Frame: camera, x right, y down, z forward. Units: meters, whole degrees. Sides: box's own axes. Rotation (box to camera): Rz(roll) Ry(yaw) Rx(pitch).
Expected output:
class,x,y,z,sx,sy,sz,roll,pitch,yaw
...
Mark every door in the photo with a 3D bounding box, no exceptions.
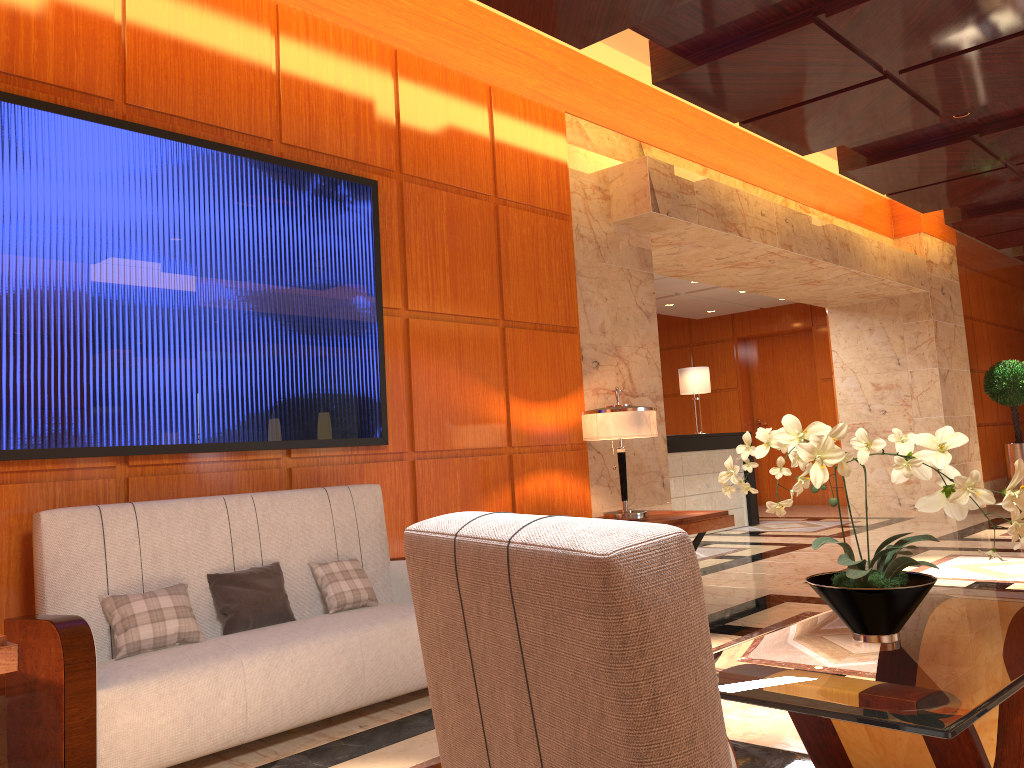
class,x,y,z,sx,sy,sz,roll,pitch,yaw
door,4.261,0.536,13.771,1.282,2.709,0.340,-9,-9,42

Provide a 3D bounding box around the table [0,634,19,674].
class,x,y,z,sx,sy,sz,roll,pitch,yaw
table,-2.109,1.054,2.318,0.723,0.609,1.269,-8,-7,42

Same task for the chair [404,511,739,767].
class,x,y,z,sx,sy,sz,roll,pitch,yaw
chair,0.263,0.638,1.174,0.628,0.965,0.734,0,-7,-29

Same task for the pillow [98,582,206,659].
class,x,y,z,sx,sy,sz,roll,pitch,yaw
pillow,-1.352,0.886,3.336,0.344,0.228,0.194,1,-8,-42

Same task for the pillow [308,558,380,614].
class,x,y,z,sx,sy,sz,roll,pitch,yaw
pillow,-0.750,0.908,3.980,0.273,0.231,0.201,2,-8,-45

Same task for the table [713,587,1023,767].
class,x,y,z,sx,sy,sz,roll,pitch,yaw
table,1.120,0.930,2.394,1.558,0.498,0.720,1,-7,-44

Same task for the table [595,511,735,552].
class,x,y,z,sx,sy,sz,roll,pitch,yaw
table,0.745,1.134,5.423,0.723,0.609,1.269,-8,-7,42

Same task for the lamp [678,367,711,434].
class,x,y,z,sx,sy,sz,roll,pitch,yaw
lamp,2.276,0.215,10.944,0.372,0.824,0.371,-1,-7,-23

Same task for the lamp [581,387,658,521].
class,x,y,z,sx,sy,sz,roll,pitch,yaw
lamp,0.663,0.420,5.361,0.458,0.813,0.457,2,-8,-38

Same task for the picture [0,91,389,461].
class,x,y,z,sx,sy,sz,roll,pitch,yaw
picture,-1.393,-0.415,4.088,0.056,1.459,1.994,-9,-8,42

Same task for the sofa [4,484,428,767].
class,x,y,z,sx,sy,sz,roll,pitch,yaw
sofa,-1.013,0.920,3.640,0.610,0.936,1.797,-9,-7,43

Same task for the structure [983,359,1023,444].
class,x,y,z,sx,sy,sz,roll,pitch,yaw
structure,7.029,0.494,12.376,0.720,1.720,0.719,-6,-7,20

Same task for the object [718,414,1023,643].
class,x,y,z,sx,sy,sz,roll,pitch,yaw
object,0.966,0.379,2.411,0.787,0.620,0.416,-5,-6,19

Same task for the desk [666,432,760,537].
class,x,y,z,sx,sy,sz,roll,pitch,yaw
desk,1.689,1.181,10.233,0.938,1.146,2.923,-9,-7,42

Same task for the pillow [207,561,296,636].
class,x,y,z,sx,sy,sz,roll,pitch,yaw
pillow,-1.079,0.889,3.676,0.159,0.254,0.357,-8,-7,39
